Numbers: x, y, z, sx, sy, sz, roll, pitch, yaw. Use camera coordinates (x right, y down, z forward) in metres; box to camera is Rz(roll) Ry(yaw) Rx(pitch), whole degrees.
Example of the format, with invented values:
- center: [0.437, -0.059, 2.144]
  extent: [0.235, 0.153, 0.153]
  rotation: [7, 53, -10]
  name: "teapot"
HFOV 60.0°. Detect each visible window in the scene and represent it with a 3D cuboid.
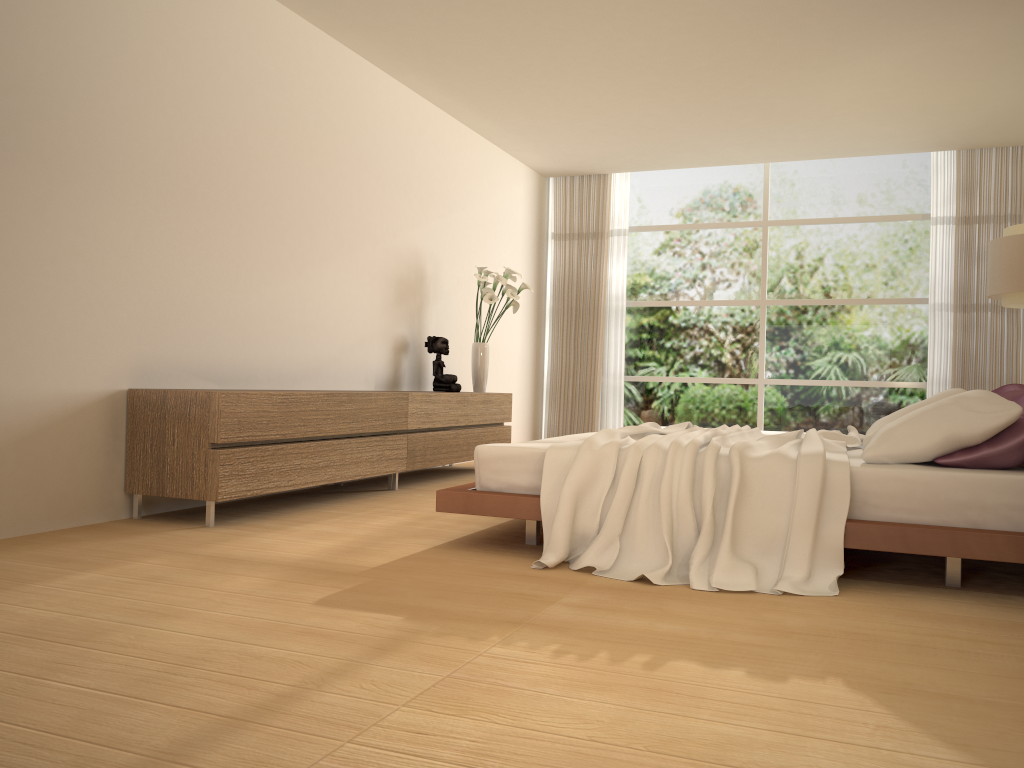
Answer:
- center: [2.685, -0.868, 9.471]
  extent: [4.781, 3.371, 0.071]
  rotation: [2, 0, 22]
  name: "window"

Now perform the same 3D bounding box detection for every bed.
- center: [1.218, 0.486, 4.411]
  extent: [2.535, 0.570, 2.599]
  rotation: [2, 0, 22]
  name: "bed"

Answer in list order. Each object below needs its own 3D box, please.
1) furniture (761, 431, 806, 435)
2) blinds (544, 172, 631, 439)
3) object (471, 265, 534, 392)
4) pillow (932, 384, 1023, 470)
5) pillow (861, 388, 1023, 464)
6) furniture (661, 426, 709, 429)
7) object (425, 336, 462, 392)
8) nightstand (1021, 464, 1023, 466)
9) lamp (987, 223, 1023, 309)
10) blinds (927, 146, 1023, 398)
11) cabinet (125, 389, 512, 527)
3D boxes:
- center: [2.619, 0.640, 8.433]
  extent: [0.965, 0.346, 0.964]
  rotation: [2, 0, 22]
  name: "furniture"
- center: [0.826, -0.909, 9.952]
  extent: [0.950, 3.352, 0.211]
  rotation: [2, 0, 21]
  name: "blinds"
- center: [-0.129, -0.469, 7.534]
  extent: [0.515, 1.085, 0.608]
  rotation: [2, 0, -20]
  name: "object"
- center: [2.200, 0.173, 4.066]
  extent: [0.575, 0.369, 1.683]
  rotation: [2, 0, 22]
  name: "pillow"
- center: [1.946, 0.180, 4.162]
  extent: [0.561, 0.339, 1.720]
  rotation: [2, 0, 22]
  name: "pillow"
- center: [1.660, 0.615, 8.825]
  extent: [0.965, 0.346, 0.964]
  rotation: [2, 0, 22]
  name: "furniture"
- center: [-0.550, -0.162, 7.169]
  extent: [0.282, 0.453, 0.181]
  rotation: [2, 0, 22]
  name: "object"
- center: [2.550, 0.536, 3.926]
  extent: [0.493, 0.539, 4.220]
  rotation: [2, 0, 22]
  name: "nightstand"
- center: [3.975, -0.161, 6.624]
  extent: [0.817, 2.018, 0.817]
  rotation: [2, 0, -25]
  name: "lamp"
- center: [4.400, -0.815, 8.438]
  extent: [0.814, 3.351, 0.202]
  rotation: [2, 0, 21]
  name: "blinds"
- center: [-0.977, 0.383, 6.091]
  extent: [0.588, 0.662, 3.713]
  rotation: [2, 0, 22]
  name: "cabinet"
